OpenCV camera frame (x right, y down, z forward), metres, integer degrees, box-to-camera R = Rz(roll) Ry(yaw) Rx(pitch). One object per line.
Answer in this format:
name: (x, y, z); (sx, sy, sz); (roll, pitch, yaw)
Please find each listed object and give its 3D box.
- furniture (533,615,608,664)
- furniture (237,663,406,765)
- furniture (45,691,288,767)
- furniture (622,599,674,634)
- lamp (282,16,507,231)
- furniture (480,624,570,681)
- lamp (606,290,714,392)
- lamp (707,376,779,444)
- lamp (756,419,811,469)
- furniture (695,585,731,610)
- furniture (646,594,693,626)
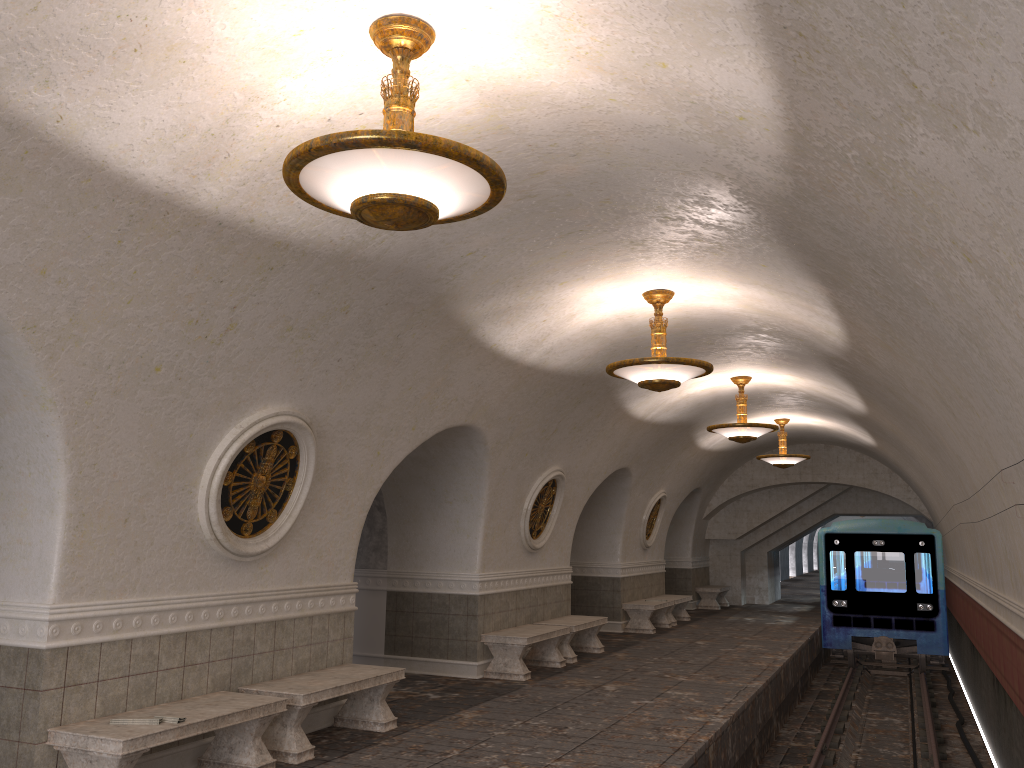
furniture: (0.861, 3.657, 12.766); (0.613, 0.508, 1.509); (-3, -11, 23)
furniture: (-1.535, 2.686, 7.329); (0.613, 0.508, 1.509); (-3, -11, 23)
furniture: (-2.204, 2.414, 5.810); (0.613, 0.508, 1.509); (-3, -11, 23)
furniture: (2.565, 4.348, 16.633); (0.613, 0.508, 1.509); (-3, -11, 23)
lamp: (-0.523, -1.172, 4.086); (1.008, 0.955, 1.008); (0, -10, 8)
furniture: (0.192, 3.386, 11.248); (0.613, 0.508, 1.509); (-3, -11, 23)
lamp: (1.399, -0.393, 8.448); (1.008, 0.955, 1.008); (-7, -12, 39)
lamp: (3.320, 0.386, 12.808); (1.008, 0.955, 1.008); (-7, -12, 39)
lamp: (5.242, 1.166, 17.170); (1.008, 0.955, 1.008); (5, -10, -20)
furniture: (5.073, 5.365, 22.324); (0.613, 0.508, 1.509); (-3, -11, 23)
furniture: (3.234, 4.619, 18.151); (0.613, 0.508, 1.509); (-3, -11, 23)
